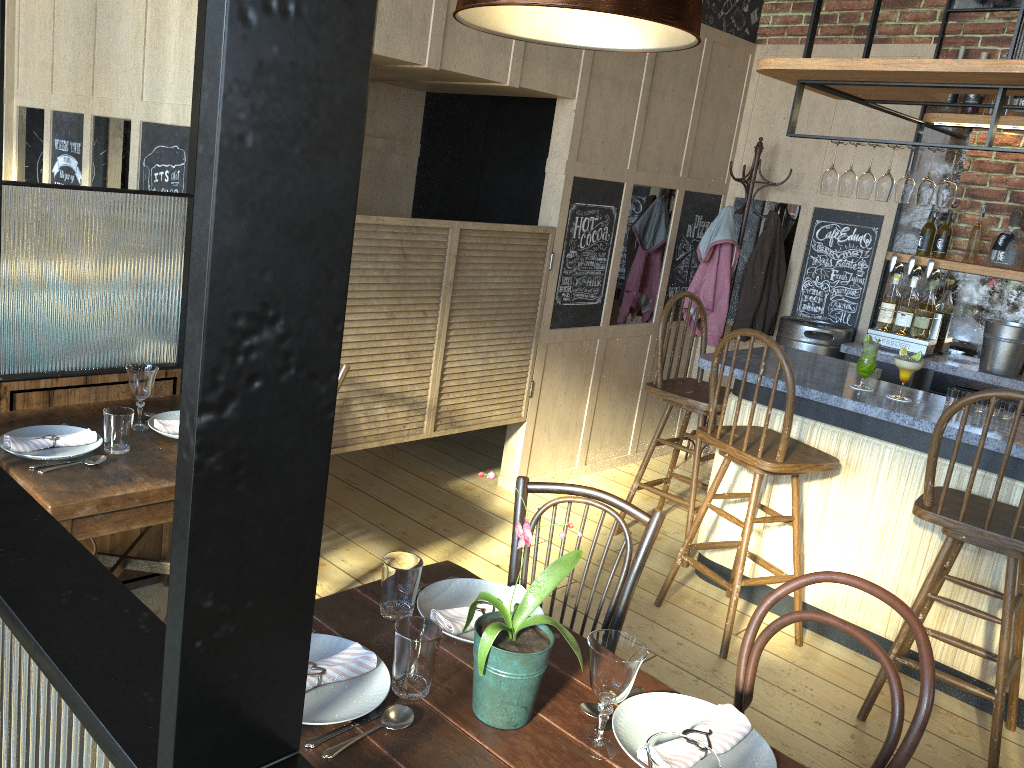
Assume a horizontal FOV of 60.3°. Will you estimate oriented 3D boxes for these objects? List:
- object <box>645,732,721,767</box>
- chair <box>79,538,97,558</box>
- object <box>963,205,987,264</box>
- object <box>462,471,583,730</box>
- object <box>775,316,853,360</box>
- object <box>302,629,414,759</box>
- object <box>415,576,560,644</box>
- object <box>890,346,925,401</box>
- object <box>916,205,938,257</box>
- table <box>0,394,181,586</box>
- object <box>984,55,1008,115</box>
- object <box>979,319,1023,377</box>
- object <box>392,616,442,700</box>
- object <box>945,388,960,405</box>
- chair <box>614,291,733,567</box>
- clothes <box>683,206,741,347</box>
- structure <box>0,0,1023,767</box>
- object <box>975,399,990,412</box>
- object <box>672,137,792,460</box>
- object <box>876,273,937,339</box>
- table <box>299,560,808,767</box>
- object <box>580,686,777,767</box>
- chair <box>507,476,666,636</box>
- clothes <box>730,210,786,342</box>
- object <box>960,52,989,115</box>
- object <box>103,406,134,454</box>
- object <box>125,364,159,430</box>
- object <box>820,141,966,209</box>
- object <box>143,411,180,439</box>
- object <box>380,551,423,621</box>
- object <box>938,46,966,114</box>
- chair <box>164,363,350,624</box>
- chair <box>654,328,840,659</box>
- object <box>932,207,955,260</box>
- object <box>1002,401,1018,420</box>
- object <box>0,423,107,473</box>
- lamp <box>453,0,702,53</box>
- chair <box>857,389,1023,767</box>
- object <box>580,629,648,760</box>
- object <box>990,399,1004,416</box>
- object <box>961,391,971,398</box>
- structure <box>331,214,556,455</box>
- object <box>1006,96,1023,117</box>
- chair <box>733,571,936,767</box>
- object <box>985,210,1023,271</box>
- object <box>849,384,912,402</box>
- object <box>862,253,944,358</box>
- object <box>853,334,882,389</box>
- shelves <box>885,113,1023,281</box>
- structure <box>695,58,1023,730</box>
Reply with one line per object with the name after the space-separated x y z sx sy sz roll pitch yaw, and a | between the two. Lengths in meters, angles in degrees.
0.213 0.584 1.188 0.095 0.191 0.102 2 15 -27 | object
-1.417 0.452 2.418 0.497 0.912 0.425 -4 18 -42 | chair
2.282 -0.732 4.324 0.055 0.287 0.056 6 13 -9 | object
0.025 0.365 1.493 0.198 0.425 0.150 5 13 -13 | object
1.589 0.161 4.927 0.393 1.032 0.406 5 13 -12 | object
-0.331 0.508 1.517 0.257 0.051 0.341 -5 18 -43 | object
-0.076 0.461 1.842 0.257 0.051 0.341 -5 18 -43 | object
1.491 -0.041 3.336 0.103 0.197 0.109 4 14 -19 | object
2.122 -0.779 4.484 0.064 0.263 0.068 2 14 -25 | object
-1.192 0.512 2.707 0.787 0.725 0.716 20 18 41 | table
2.342 -1.436 4.248 0.055 0.287 0.056 6 13 -9 | object
2.366 -0.171 4.232 0.219 0.245 0.216 9 13 3 | object
-0.172 0.483 1.549 0.085 0.119 0.084 9 13 4 | object
1.684 0.049 3.371 0.044 0.059 0.040 16 15 31 | object
0.848 0.187 4.119 0.432 1.192 0.415 19 17 40 | chair
1.148 -0.626 5.048 0.234 0.789 0.279 3 14 -21 | clothes
0.838 -0.418 2.074 6.080 3.317 5.814 14 15 25 | structure
1.768 0.073 3.314 0.044 0.059 0.040 16 15 31 | object
1.234 -0.435 5.174 0.347 1.983 0.359 2 14 -25 | object
2.041 -0.405 4.533 0.271 0.302 0.081 20 17 42 | object
-0.062 0.929 1.576 1.081 0.725 0.695 20 18 41 | table
0.292 0.592 1.493 0.257 0.051 0.341 -5 18 -43 | object
0.056 0.737 2.011 0.417 0.912 0.508 12 14 16 | chair
1.443 -0.605 5.048 0.222 0.768 0.226 19 16 38 | clothes
2.283 -1.470 4.327 0.082 0.302 0.090 -1 16 -36 | object
-1.119 0.132 2.501 0.082 0.119 0.086 4 14 -16 | object
-1.142 0.042 2.711 0.095 0.191 0.102 2 15 -27 | object
1.442 -0.805 3.377 0.522 0.207 0.063 20 17 41 | object
-1.010 0.117 2.770 0.257 0.051 0.341 -5 18 -43 | object
-0.230 0.415 1.802 0.087 0.119 0.082 12 14 18 | object
2.200 -1.508 4.381 0.073 0.329 0.078 3 14 -23 | object
-0.878 0.369 3.037 0.417 0.912 0.508 12 14 16 | chair
0.935 0.382 3.359 0.397 1.192 0.453 1 15 -28 | chair
2.178 -0.759 4.431 0.069 0.263 0.063 16 15 28 | object
1.831 0.098 3.244 0.040 0.059 0.044 -2 16 -36 | object
-1.276 0.161 2.453 0.257 0.051 0.341 -5 18 -43 | object
0.191 -1.169 1.171 0.378 1.331 0.360 12 13 15 | lamp
1.524 0.580 2.852 0.455 1.192 0.394 18 16 35 | chair
0.157 0.514 1.447 0.098 0.191 0.098 8 13 0 | object
1.796 0.086 3.277 0.044 0.059 0.040 16 15 31 | object
1.721 0.062 3.336 0.044 0.059 0.040 16 15 31 | object
1.774 0.210 3.214 5.152 0.992 1.234 12 14 19 | structure
2.448 -1.395 4.146 0.118 0.282 0.176 0 16 -33 | object
0.453 0.852 1.744 0.528 0.918 0.457 1 15 -30 | chair
2.388 -0.692 4.222 0.118 0.282 0.176 0 16 -33 | object
1.601 0.059 3.190 0.805 0.106 0.191 19 18 41 | object
2.032 -0.410 4.522 0.326 0.490 0.195 20 17 41 | object
1.392 -0.088 3.450 0.071 0.210 0.066 14 14 25 | object
2.946 -0.762 3.982 2.223 0.744 0.577 19 17 41 | shelves
2.197 0.008 3.462 2.454 2.168 1.661 20 17 41 | structure
